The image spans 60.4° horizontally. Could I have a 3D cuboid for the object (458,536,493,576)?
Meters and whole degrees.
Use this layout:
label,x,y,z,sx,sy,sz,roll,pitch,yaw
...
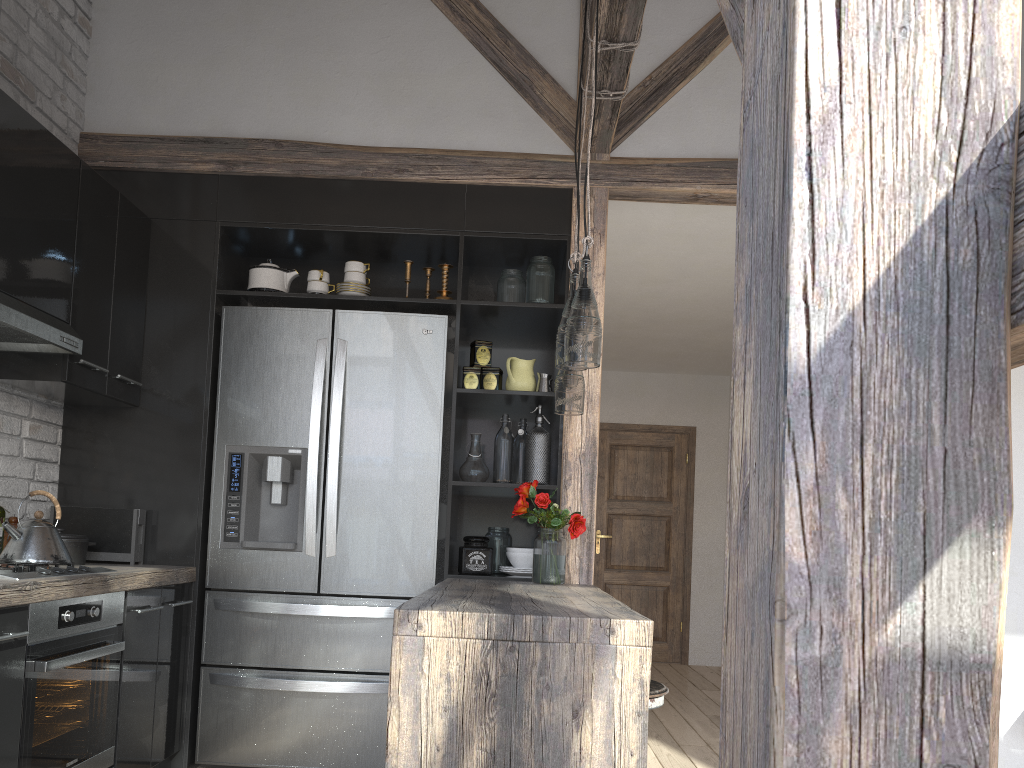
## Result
label,x,y,z,sx,sy,sz,roll,pitch,yaw
object,-0.154,0.729,3.746,0.134,0.163,0.135,3,-6,-9

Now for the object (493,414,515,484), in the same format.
label,x,y,z,sx,sy,sz,roll,pitch,yaw
object,-0.034,0.278,3.747,0.086,0.299,0.086,3,-3,-8

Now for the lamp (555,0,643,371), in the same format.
label,x,y,z,sx,sy,sz,roll,pitch,yaw
lamp,0.283,-0.662,2.844,0.239,1.226,0.109,2,-3,13

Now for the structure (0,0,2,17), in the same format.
label,x,y,z,sx,sy,sz,roll,pitch,yaw
structure,-1.714,-1.422,3.254,0.170,1.271,0.993,3,-6,1

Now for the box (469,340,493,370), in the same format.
label,x,y,z,sx,sy,sz,roll,pitch,yaw
box,-0.135,-0.124,3.795,0.083,0.112,0.083,4,-6,-19

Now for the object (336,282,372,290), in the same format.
label,x,y,z,sx,sy,sz,roll,pitch,yaw
object,-0.675,-0.404,3.757,0.149,0.026,0.150,-6,-13,42

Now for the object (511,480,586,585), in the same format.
label,x,y,z,sx,sy,sz,roll,pitch,yaw
object,0.150,0.591,3.513,0.312,0.411,0.254,-1,-6,34

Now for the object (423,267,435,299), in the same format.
label,x,y,z,sx,sy,sz,roll,pitch,yaw
object,-0.363,-0.422,3.802,0.062,0.171,0.062,0,-4,29

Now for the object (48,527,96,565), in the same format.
label,x,y,z,sx,sy,sz,roll,pitch,yaw
object,-1.736,0.619,3.367,0.209,0.139,0.250,3,-8,-1

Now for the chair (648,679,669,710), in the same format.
label,x,y,z,sx,sy,sz,roll,pitch,yaw
chair,0.251,1.152,2.470,0.354,0.630,0.357,-1,-5,34

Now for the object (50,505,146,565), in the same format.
label,x,y,z,sx,sy,sz,roll,pitch,yaw
object,-1.684,0.614,3.573,0.351,0.225,0.089,2,-4,1

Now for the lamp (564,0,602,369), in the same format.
label,x,y,z,sx,sy,sz,roll,pitch,yaw
lamp,0.287,-0.687,2.553,0.225,1.276,0.109,2,-3,3

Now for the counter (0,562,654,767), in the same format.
label,x,y,z,sx,sy,sz,roll,pitch,yaw
counter,-0.813,0.868,1.712,2.241,0.842,3.864,2,-10,1

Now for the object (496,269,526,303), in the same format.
label,x,y,z,sx,sy,sz,roll,pitch,yaw
object,-0.003,-0.402,3.828,0.126,0.171,0.127,-2,-7,40

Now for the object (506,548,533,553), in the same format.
label,x,y,z,sx,sy,sz,roll,pitch,yaw
object,0.054,0.750,3.785,0.162,0.084,0.164,0,-9,14

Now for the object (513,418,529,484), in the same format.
label,x,y,z,sx,sy,sz,roll,pitch,yaw
object,0.043,0.301,3.862,0.086,0.299,0.086,6,-5,-43

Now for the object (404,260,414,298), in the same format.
label,x,y,z,sx,sy,sz,roll,pitch,yaw
object,-0.442,-0.435,3.731,0.059,0.166,0.059,3,-4,-14

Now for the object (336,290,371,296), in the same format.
label,x,y,z,sx,sy,sz,roll,pitch,yaw
object,-0.677,-0.370,3.756,0.149,0.022,0.151,-2,-11,27

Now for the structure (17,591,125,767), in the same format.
label,x,y,z,sx,sy,sz,roll,pitch,yaw
structure,-1.602,0.940,2.714,0.584,0.584,0.594,2,-6,1

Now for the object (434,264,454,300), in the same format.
label,x,y,z,sx,sy,sz,roll,pitch,yaw
object,-0.284,-0.431,3.731,0.096,0.171,0.096,5,-5,-26

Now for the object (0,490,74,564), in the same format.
label,x,y,z,sx,sy,sz,roll,pitch,yaw
object,-1.548,0.464,2.874,0.222,0.233,0.224,4,-6,-9

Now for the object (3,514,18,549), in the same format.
label,x,y,z,sx,sy,sz,roll,pitch,yaw
object,-1.846,0.567,3.222,0.039,0.181,0.080,2,-4,14

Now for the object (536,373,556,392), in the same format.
label,x,y,z,sx,sy,sz,roll,pitch,yaw
object,0.147,0.001,3.746,0.093,0.095,0.075,2,-6,1

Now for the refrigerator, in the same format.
label,x,y,z,sx,sy,sz,roll,pitch,yaw
refrigerator,-0.776,0.706,3.965,0.943,1.904,0.859,2,-4,1

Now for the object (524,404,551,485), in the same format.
label,x,y,z,sx,sy,sz,roll,pitch,yaw
object,0.112,0.257,3.730,0.108,0.347,0.109,0,-4,31

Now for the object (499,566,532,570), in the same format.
label,x,y,z,sx,sy,sz,roll,pitch,yaw
object,0.052,0.800,3.783,0.216,0.024,0.216,10,-12,-36

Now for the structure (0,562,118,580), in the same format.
label,x,y,z,sx,sy,sz,roll,pitch,yaw
structure,-1.606,0.570,2.733,0.496,0.031,0.614,2,-10,1

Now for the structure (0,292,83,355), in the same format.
label,x,y,z,sx,sy,sz,roll,pitch,yaw
structure,-1.680,-0.212,2.773,0.368,0.102,0.608,2,-10,1

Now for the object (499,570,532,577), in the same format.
label,x,y,z,sx,sy,sz,roll,pitch,yaw
object,0.052,0.816,3.782,0.216,0.024,0.215,11,-13,-41

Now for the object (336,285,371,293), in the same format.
label,x,y,z,sx,sy,sz,roll,pitch,yaw
object,-0.676,-0.393,3.756,0.149,0.026,0.150,-6,-13,42

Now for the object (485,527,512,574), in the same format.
label,x,y,z,sx,sy,sz,roll,pitch,yaw
object,-0.065,0.743,3.927,0.125,0.204,0.126,4,-5,-13

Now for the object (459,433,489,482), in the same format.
label,x,y,z,sx,sy,sz,roll,pitch,yaw
object,-0.162,0.327,3.828,0.132,0.218,0.133,1,-5,12

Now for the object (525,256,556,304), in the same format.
label,x,y,z,sx,sy,sz,roll,pitch,yaw
object,0.121,-0.428,3.739,0.125,0.204,0.126,2,-5,5

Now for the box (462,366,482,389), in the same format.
label,x,y,z,sx,sy,sz,roll,pitch,yaw
box,-0.173,-0.012,3.802,0.083,0.112,0.083,2,-5,1

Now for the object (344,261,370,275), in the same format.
label,x,y,z,sx,sy,sz,roll,pitch,yaw
object,-0.663,-0.480,3.760,0.106,0.067,0.095,4,-8,-14

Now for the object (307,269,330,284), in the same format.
label,x,y,z,sx,sy,sz,roll,pitch,yaw
object,-0.822,-0.443,3.761,0.106,0.067,0.095,-2,-9,28

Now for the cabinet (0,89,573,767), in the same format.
label,x,y,z,sx,sy,sz,roll,pitch,yaw
cabinet,-0.845,0.081,1.957,2.092,2.478,4.271,2,-8,1

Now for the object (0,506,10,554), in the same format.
label,x,y,z,sx,sy,sz,roll,pitch,yaw
object,-1.825,0.498,3.104,0.082,0.280,0.090,3,-4,-4

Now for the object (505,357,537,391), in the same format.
label,x,y,z,sx,sy,sz,roll,pitch,yaw
object,0.034,-0.030,3.808,0.150,0.168,0.137,4,-6,-13

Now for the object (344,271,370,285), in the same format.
label,x,y,z,sx,sy,sz,roll,pitch,yaw
object,-0.670,-0.435,3.762,0.094,0.067,0.107,1,-8,11

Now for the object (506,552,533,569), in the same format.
label,x,y,z,sx,sy,sz,roll,pitch,yaw
object,0.053,0.768,3.784,0.162,0.084,0.164,0,-9,14

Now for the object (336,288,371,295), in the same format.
label,x,y,z,sx,sy,sz,roll,pitch,yaw
object,-0.676,-0.381,3.756,0.149,0.026,0.150,-6,-13,42

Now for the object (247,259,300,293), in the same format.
label,x,y,z,sx,sy,sz,roll,pitch,yaw
object,-1.044,-0.451,3.810,0.208,0.172,0.188,-4,-9,41

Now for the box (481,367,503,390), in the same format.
label,x,y,z,sx,sy,sz,roll,pitch,yaw
box,-0.086,-0.009,3.797,0.083,0.112,0.083,2,-5,11

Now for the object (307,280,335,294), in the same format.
label,x,y,z,sx,sy,sz,roll,pitch,yaw
object,-0.825,-0.396,3.765,0.107,0.067,0.094,9,-10,-37

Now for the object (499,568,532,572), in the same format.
label,x,y,z,sx,sy,sz,roll,pitch,yaw
object,0.052,0.807,3.782,0.216,0.024,0.216,8,-11,-31

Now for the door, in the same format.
label,x,y,z,sx,sy,sz,roll,pitch,yaw
door,1.091,1.375,7.619,0.941,2.052,0.082,3,-3,1

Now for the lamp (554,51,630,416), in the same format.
label,x,y,z,sx,sy,sz,roll,pitch,yaw
lamp,0.289,-0.556,3.154,0.226,1.329,0.110,2,-3,3
